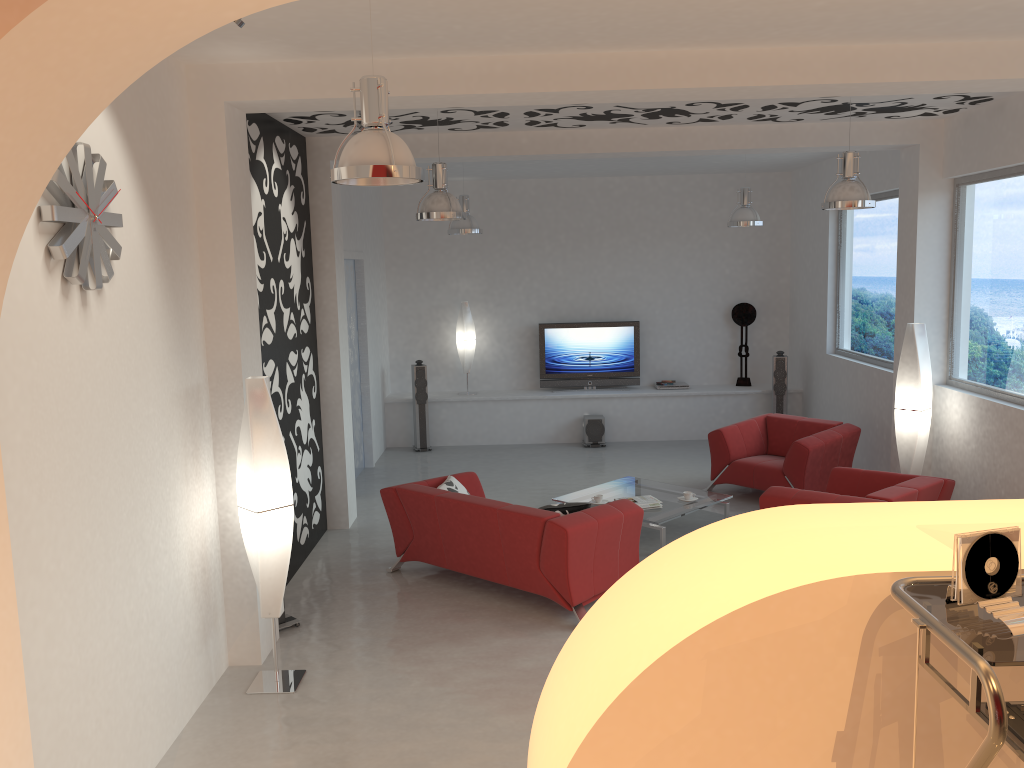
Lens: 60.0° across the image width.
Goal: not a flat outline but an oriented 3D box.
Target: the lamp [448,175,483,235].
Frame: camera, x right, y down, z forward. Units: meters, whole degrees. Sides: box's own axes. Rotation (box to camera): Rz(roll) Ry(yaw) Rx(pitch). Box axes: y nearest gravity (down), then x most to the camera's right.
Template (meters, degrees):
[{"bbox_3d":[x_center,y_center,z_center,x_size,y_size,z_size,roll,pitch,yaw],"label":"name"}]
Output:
[{"bbox_3d":[-0.514,-2.014,9.505,0.379,0.800,0.379,-2,8,-3],"label":"lamp"}]

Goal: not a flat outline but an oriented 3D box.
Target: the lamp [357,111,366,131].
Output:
[{"bbox_3d":[-1.098,-1.908,6.508,0.112,0.176,0.118,5,10,42],"label":"lamp"}]

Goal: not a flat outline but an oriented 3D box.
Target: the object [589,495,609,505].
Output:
[{"bbox_3d":[0.751,1.000,7.674,0.153,0.069,0.153,2,9,27],"label":"object"}]

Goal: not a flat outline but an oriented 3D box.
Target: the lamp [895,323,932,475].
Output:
[{"bbox_3d":[3.441,0.369,7.617,0.313,1.779,0.313,-3,8,-7],"label":"lamp"}]

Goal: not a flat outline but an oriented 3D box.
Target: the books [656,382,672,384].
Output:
[{"bbox_3d":[2.072,-0.017,12.034,0.190,0.015,0.135,-4,8,-19],"label":"books"}]

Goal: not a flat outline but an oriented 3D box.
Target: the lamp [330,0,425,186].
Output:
[{"bbox_3d":[-0.556,-1.219,3.558,0.379,0.800,0.379,-6,9,-28],"label":"lamp"}]

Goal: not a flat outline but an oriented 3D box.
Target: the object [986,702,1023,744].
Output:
[{"bbox_3d":[1.031,0.527,1.335,0.526,0.015,0.215,-1,8,1],"label":"object"}]

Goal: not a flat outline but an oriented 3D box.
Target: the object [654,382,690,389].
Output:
[{"bbox_3d":[2.168,0.022,12.062,0.430,0.045,0.352,-1,8,1],"label":"object"}]

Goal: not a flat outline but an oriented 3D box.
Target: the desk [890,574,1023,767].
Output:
[{"bbox_3d":[1.282,0.750,1.502,1.158,0.723,0.523,-1,8,1],"label":"desk"}]

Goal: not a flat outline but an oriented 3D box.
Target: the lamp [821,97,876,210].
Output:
[{"bbox_3d":[2.473,-1.692,6.500,0.379,0.800,0.379,3,9,29],"label":"lamp"}]

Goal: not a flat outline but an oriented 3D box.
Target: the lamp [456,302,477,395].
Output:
[{"bbox_3d":[-0.616,-0.483,11.932,0.263,1.239,0.263,-3,8,-7],"label":"lamp"}]

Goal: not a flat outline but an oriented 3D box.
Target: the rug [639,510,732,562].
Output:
[{"bbox_3d":[1.149,1.288,7.879,1.700,0.025,1.700,-9,11,-44],"label":"rug"}]

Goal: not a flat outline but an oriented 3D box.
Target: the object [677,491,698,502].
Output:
[{"bbox_3d":[1.526,0.976,7.703,0.153,0.069,0.153,-6,9,-33],"label":"object"}]

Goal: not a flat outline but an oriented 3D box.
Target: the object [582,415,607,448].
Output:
[{"bbox_3d":[1.070,0.614,11.568,0.336,0.374,0.337,-1,8,1],"label":"object"}]

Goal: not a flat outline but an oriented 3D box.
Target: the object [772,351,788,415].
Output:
[{"bbox_3d":[3.458,0.156,11.457,0.255,1.184,0.273,1,8,15],"label":"object"}]

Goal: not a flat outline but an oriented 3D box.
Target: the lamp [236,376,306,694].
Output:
[{"bbox_3d":[-1.384,0.845,5.015,0.313,1.779,0.313,0,8,9],"label":"lamp"}]

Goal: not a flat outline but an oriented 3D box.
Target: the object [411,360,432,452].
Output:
[{"bbox_3d":[-1.187,0.273,11.511,0.255,1.184,0.273,-3,8,-14],"label":"object"}]

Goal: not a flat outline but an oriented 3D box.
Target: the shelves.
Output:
[{"bbox_3d":[1.067,0.119,11.967,5.500,0.050,0.650,-1,8,1],"label":"shelves"}]

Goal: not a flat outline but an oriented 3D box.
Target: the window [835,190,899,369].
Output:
[{"bbox_3d":[3.911,-1.102,9.388,0.100,1.800,2.400,-1,8,1],"label":"window"}]

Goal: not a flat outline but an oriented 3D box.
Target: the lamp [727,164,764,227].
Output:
[{"bbox_3d":[2.494,-2.090,9.474,0.379,0.800,0.379,5,10,40],"label":"lamp"}]

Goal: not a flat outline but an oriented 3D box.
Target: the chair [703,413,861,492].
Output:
[{"bbox_3d":[2.685,0.753,8.827,0.951,0.738,1.288,-8,10,-39],"label":"chair"}]

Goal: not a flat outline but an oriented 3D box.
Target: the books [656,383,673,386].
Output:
[{"bbox_3d":[2.073,-0.002,12.033,0.190,0.015,0.135,-7,9,-34],"label":"books"}]

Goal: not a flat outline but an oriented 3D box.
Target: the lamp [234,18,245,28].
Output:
[{"bbox_3d":[-1.119,-1.511,3.534,0.112,0.176,0.118,5,10,42],"label":"lamp"}]

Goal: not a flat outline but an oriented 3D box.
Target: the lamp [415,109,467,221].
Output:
[{"bbox_3d":[-0.535,-1.616,6.532,0.379,0.800,0.379,-2,8,-7],"label":"lamp"}]

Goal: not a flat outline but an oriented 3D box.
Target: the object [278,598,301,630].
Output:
[{"bbox_3d":[-1.565,1.076,5.837,0.229,1.112,0.214,-9,11,-44],"label":"object"}]

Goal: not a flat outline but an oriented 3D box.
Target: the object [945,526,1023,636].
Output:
[{"bbox_3d":[0.830,0.328,1.523,0.133,0.147,0.151,-4,8,-16],"label":"object"}]

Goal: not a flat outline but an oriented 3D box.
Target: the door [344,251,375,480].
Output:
[{"bbox_3d":[-1.814,-0.165,9.755,0.240,2.550,1.600,-1,8,1],"label":"door"}]

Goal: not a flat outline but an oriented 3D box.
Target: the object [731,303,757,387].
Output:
[{"bbox_3d":[3.134,-0.534,11.983,0.331,1.130,0.108,2,8,25],"label":"object"}]

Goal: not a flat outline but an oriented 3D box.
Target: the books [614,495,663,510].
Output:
[{"bbox_3d":[1.085,1.018,7.606,0.367,0.035,0.345,-3,8,-9],"label":"books"}]

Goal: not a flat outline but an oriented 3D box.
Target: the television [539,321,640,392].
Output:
[{"bbox_3d":[1.050,-0.377,12.018,1.356,0.919,0.343,-1,8,1],"label":"television"}]

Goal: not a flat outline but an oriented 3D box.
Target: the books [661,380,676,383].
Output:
[{"bbox_3d":[2.123,-0.032,12.026,0.190,0.015,0.135,0,8,11],"label":"books"}]

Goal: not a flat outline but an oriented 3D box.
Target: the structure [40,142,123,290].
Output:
[{"bbox_3d":[-1.746,-0.686,3.648,0.090,0.596,0.596,-1,8,1],"label":"structure"}]

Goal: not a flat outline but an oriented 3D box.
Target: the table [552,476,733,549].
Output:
[{"bbox_3d":[1.154,1.143,7.868,1.097,0.286,1.162,-9,11,-44],"label":"table"}]

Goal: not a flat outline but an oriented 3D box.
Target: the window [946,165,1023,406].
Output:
[{"bbox_3d":[3.891,-0.731,6.612,0.100,1.800,2.400,-1,8,1],"label":"window"}]

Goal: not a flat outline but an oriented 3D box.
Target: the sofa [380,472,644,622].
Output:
[{"bbox_3d":[-0.017,1.127,6.563,1.929,0.738,0.951,5,10,40],"label":"sofa"}]

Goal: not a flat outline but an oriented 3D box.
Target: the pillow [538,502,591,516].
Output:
[{"bbox_3d":[0.342,0.984,6.224,0.402,0.343,0.288,-2,8,-7],"label":"pillow"}]

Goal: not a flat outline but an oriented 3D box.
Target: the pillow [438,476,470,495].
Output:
[{"bbox_3d":[-0.414,0.918,6.872,0.288,0.343,0.402,0,8,8],"label":"pillow"}]

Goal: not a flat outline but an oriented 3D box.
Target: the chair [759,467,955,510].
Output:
[{"bbox_3d":[2.544,1.055,6.589,1.288,0.738,0.951,-8,10,-39],"label":"chair"}]
